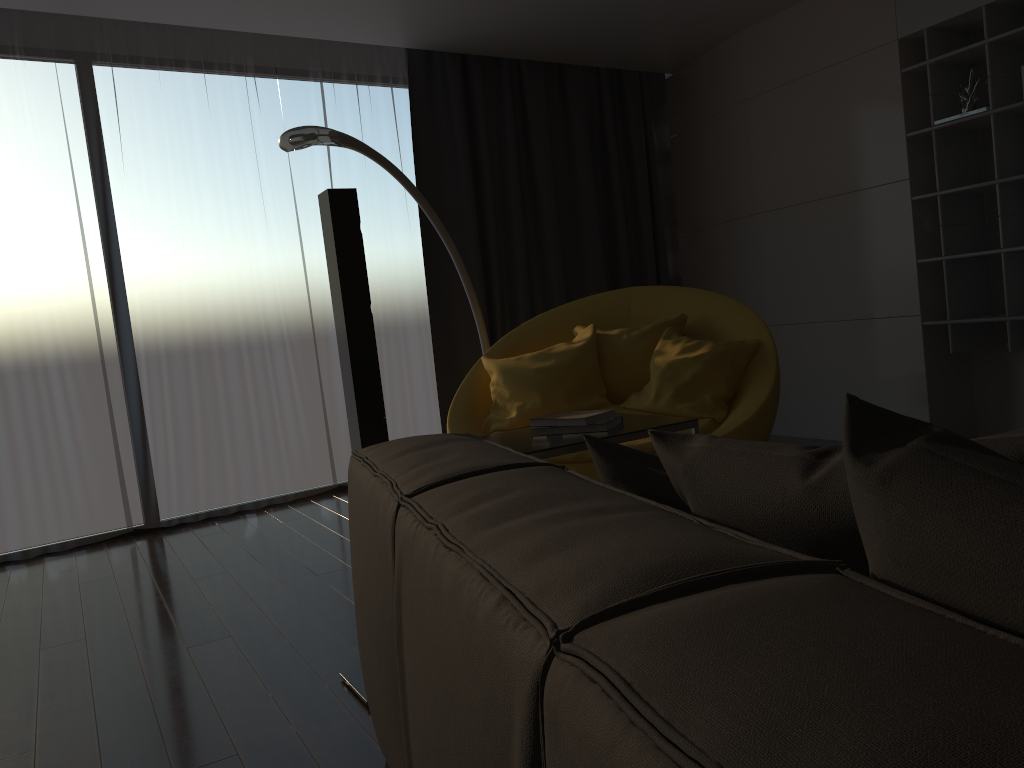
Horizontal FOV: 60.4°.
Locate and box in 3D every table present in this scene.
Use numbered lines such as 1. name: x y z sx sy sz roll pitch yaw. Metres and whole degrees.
1. table: 0.199 0.416 2.576 0.630 0.563 0.429 -9 5 -29

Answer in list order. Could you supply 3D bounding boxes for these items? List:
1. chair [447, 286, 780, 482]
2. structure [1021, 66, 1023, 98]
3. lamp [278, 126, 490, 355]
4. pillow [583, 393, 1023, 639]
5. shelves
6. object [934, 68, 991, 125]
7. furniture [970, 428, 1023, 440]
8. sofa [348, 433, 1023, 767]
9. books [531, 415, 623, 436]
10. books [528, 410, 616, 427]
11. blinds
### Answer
1. chair: 0.455 0.066 3.963 1.453 1.005 1.185 -4 5 27
2. structure: 3.128 -0.540 2.831 0.503 1.767 2.748 -9 5 -27
3. lamp: 0.467 -0.421 5.315 0.550 1.779 4.468 -3 5 41
4. pillow: 0.941 0.137 0.712 2.024 0.431 1.095 -5 4 22
5. shelves: 2.631 -0.959 3.776 0.397 1.601 1.831 -9 5 -27
6. object: 2.246 -1.398 4.255 0.298 0.227 0.271 -9 5 -29
7. furniture: 1.683 0.329 2.301 1.134 0.440 1.058 -8 4 -19
8. sofa: 1.273 0.311 1.339 2.835 0.704 2.396 -8 4 -19
9. books: 0.192 0.121 2.571 0.224 0.023 0.168 -5 4 20
10. books: 0.176 0.100 2.575 0.195 0.022 0.163 -3 5 37
11. blinds: -2.032 -0.629 4.317 7.899 2.894 0.709 -9 5 -37
